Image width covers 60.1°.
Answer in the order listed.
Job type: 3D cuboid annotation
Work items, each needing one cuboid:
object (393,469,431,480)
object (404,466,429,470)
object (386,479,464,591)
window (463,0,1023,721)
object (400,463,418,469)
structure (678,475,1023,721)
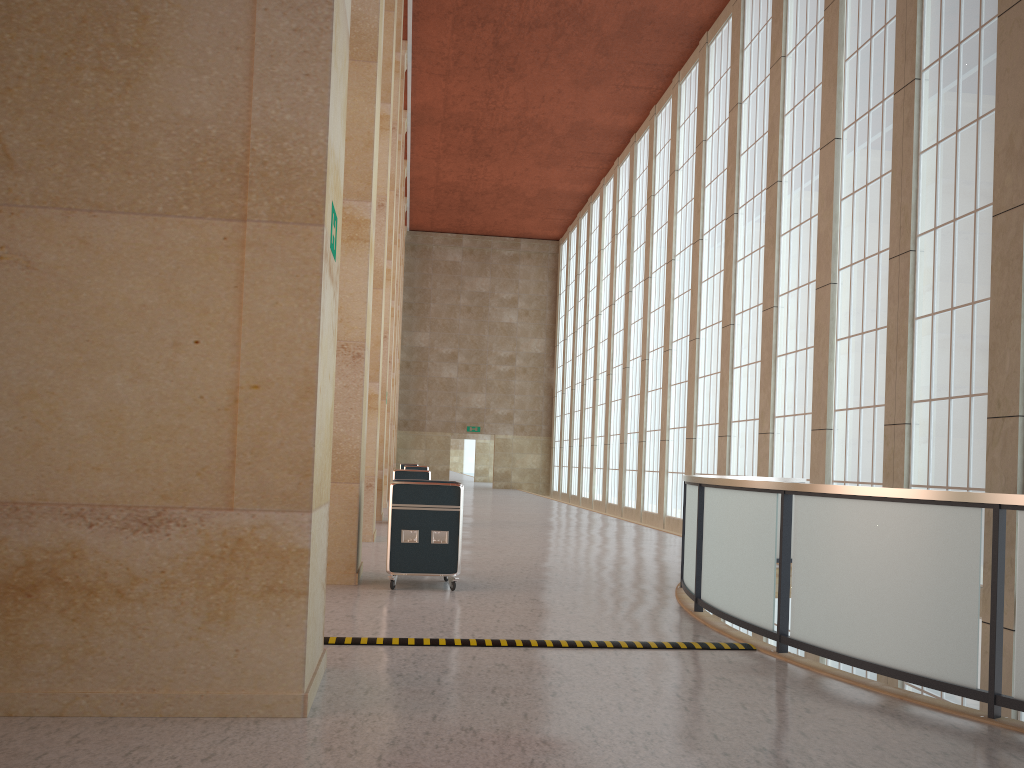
[{"bbox_3d":[-2.902,3.228,25.399,1.055,1.539,1.275,2,-3,-7],"label":"object"},{"bbox_3d":[-4.229,4.363,38.836,1.055,1.539,1.275,2,-3,-7],"label":"object"},{"bbox_3d":[-1.299,2.203,13.082,1.055,1.539,1.275,2,-3,-7],"label":"object"},{"bbox_3d":[1.116,5.478,75.790,0.010,28.576,165.354,2,-5,-7],"label":"window"},{"bbox_3d":[-6.050,5.437,51.807,1.055,1.539,1.275,2,-3,-7],"label":"object"},{"bbox_3d":[5.070,2.099,10.274,5.249,1.791,13.107,4,-5,-17],"label":"structure"}]
